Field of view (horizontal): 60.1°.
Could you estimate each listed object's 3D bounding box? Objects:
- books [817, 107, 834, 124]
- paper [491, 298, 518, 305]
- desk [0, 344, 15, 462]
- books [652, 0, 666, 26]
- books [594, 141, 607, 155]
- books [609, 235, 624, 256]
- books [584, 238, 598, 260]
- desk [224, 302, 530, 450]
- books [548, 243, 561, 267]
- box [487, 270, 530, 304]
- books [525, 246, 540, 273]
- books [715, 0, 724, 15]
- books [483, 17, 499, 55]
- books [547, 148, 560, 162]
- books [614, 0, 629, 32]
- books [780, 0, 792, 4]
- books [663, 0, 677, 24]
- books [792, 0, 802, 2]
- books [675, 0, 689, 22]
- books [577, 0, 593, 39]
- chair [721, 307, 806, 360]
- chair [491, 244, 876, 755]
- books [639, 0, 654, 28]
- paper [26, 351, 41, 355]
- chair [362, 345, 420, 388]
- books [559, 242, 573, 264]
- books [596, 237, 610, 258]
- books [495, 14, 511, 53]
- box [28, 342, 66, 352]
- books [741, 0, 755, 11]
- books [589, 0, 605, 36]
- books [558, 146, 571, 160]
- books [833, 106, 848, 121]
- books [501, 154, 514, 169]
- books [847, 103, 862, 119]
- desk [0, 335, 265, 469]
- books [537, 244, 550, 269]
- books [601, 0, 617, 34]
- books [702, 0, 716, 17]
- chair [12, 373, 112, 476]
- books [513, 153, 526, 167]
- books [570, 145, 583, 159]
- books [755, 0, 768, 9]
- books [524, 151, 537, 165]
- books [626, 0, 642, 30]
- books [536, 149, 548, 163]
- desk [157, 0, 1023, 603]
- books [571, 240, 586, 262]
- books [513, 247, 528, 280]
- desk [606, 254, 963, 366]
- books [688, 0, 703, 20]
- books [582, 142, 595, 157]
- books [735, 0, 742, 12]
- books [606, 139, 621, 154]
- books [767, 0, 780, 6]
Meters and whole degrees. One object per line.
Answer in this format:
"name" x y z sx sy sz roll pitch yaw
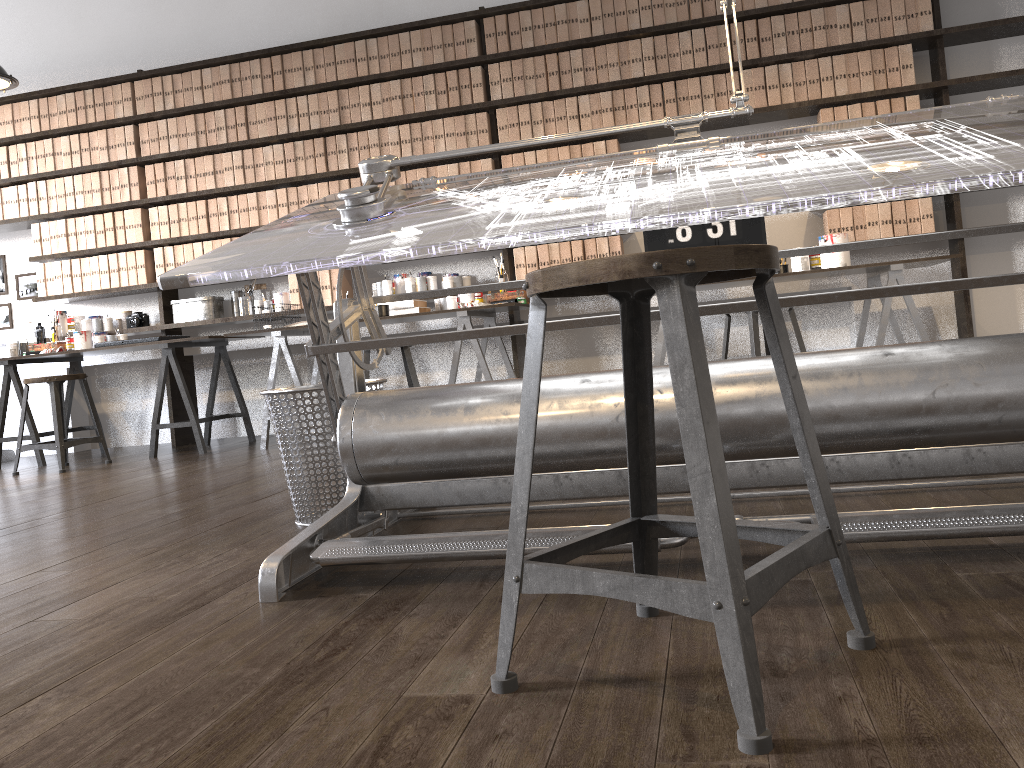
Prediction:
"books" 1.747 -1.398 4.916 0.066 0.226 0.175 -6 0 13
"paper" -0.066 -0.446 4.886 0.155 0.038 0.138 -4 2 27
"desk" -4.025 0.039 5.778 1.267 1.098 1.072 -5 1 13
"books" 0.848 -2.145 5.101 0.067 0.226 0.175 -6 0 13
"books" 0.532 -1.291 5.181 0.066 0.226 0.174 -6 0 13
"books" 0.617 -0.744 5.171 0.066 0.226 0.174 -6 0 13
"books" 0.479 -0.732 5.202 0.066 0.226 0.175 -6 0 13
"desk" -0.694 -0.037 5.074 1.666 0.670 0.656 -5 1 12
"books" 0.270 -0.713 5.246 0.066 0.225 0.175 -6 0 13
"box" -0.026 -0.544 5.034 0.211 0.207 0.138 -5 0 13
"books" 0.137 -0.701 5.271 0.066 0.226 0.175 -6 0 13
"books" 1.188 -2.176 5.028 0.066 0.226 0.174 -6 0 13
"books" -0.109 -2.061 5.319 0.066 0.225 0.175 -6 0 13
"books" 0.264 -1.267 5.243 0.066 0.225 0.175 -6 0 13
"books" 0.641 -2.127 5.154 0.066 0.226 0.174 -6 0 13
"books" 1.517 -2.205 4.956 0.066 0.225 0.175 -6 0 13
"books" 0.910 -2.151 5.091 0.066 0.225 0.175 -6 0 13
"books" 1.587 -2.211 4.939 0.067 0.226 0.175 -6 0 13
"books" 0.975 -2.157 5.080 0.066 0.225 0.175 -6 0 13
"books" 0.434 -2.109 5.196 0.066 0.225 0.175 -6 0 13
"chair" 1.156 -0.103 4.065 0.359 0.528 0.371 -6 0 -19
"chair" 0.200 0.108 1.130 0.371 0.528 0.359 -5 0 41
"books" 0.778 -2.139 5.116 0.066 0.226 0.175 -6 0 13
"paper" -2.976 -0.189 5.530 0.155 0.038 0.137 -6 2 -2
"chair" -0.610 0.054 4.429 0.372 0.528 0.358 -6 0 -14
"books" 0.334 -0.719 5.234 0.066 0.225 0.175 -6 0 13
"books" 0.547 -0.737 5.182 0.066 0.226 0.174 -6 0 13
"books" -0.038 -2.067 5.298 0.067 0.226 0.175 -6 0 13
"box" -2.961 -0.223 5.684 0.211 0.083 0.138 -5 2 12
"books" 1.326 -2.188 5.001 0.066 0.226 0.175 -6 0 13
"books" 0.504 -2.115 5.178 0.067 0.226 0.175 -6 0 13
"books" 0.328 -1.272 5.224 0.067 0.226 0.175 -6 0 13
"books" 1.816 -1.404 4.901 0.066 0.226 0.174 -6 0 13
"books" -0.003 -1.244 5.304 0.066 0.226 0.174 -6 0 13
"books" 1.884 -1.410 4.881 0.066 0.226 0.174 -6 0 13
"desk" -2.409 0.115 5.453 1.666 0.670 0.656 -5 1 12
"books" 0.207 -0.707 5.255 0.067 0.226 0.175 -6 0 13
"books" 0.573 -2.121 5.167 0.066 0.226 0.175 -6 0 13
"books" 1.119 -2.170 5.048 0.066 0.226 0.175 -6 0 13
"chair" -2.513 0.220 4.921 0.371 0.528 0.359 -5 0 21
"books" 0.064 -1.249 5.287 0.066 0.226 0.175 -6 0 13
"books" 0.395 -1.279 5.215 0.066 0.226 0.175 -6 0 13
"books" 1.390 -2.193 4.981 0.067 0.226 0.175 -6 0 13
"books" 0.132 -1.255 5.268 0.067 0.226 0.175 -6 0 13
"books" 0.708 -2.133 5.135 0.066 0.226 0.174 -6 0 13
"books" 0.203 -1.262 5.255 0.066 0.225 0.175 -6 0 13
"desk" 0.431 -0.387 1.981 2.066 1.387 1.078 -5 0 12
"books" 0.405 -0.725 5.213 0.067 0.226 0.175 -6 0 13
"books" 0.068 -0.695 5.290 0.066 0.226 0.174 -6 0 13
"desk" 1.387 -0.221 4.614 1.666 0.670 0.656 -5 1 12
"books" 1.045 -2.163 5.058 0.067 0.226 0.175 -6 0 13
"books" 0.464 -1.285 5.200 0.066 0.226 0.174 -6 0 13
"books" 1.257 -2.182 5.016 0.066 0.226 0.174 -6 0 13
"books" 0.602 -1.297 5.170 0.066 0.226 0.175 -6 0 13
"books" 1.456 -2.200 4.971 0.066 0.225 0.175 -6 0 13
